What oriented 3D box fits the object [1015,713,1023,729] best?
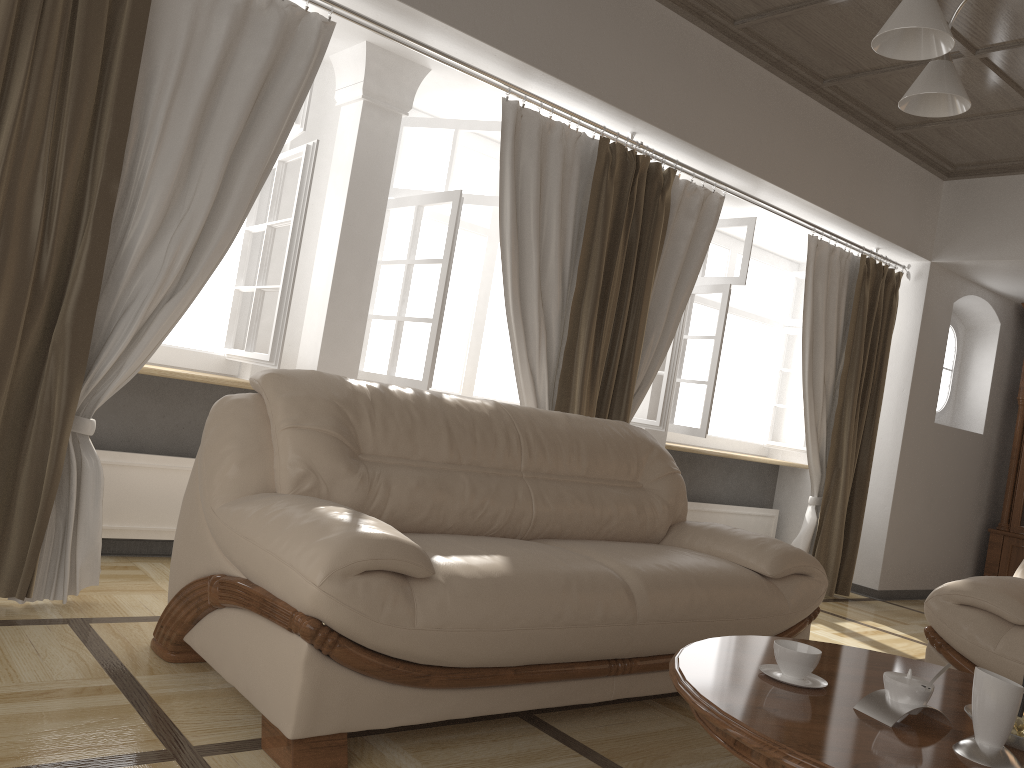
[{"bbox_3d":[1.022,0.677,1.794,0.038,0.039,0.040,9,-1,36],"label":"object"}]

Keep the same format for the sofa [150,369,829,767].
[{"bbox_3d":[0.060,0.532,3.003,2.135,0.900,1.051,10,-1,-39],"label":"sofa"}]

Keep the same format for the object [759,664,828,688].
[{"bbox_3d":[0.636,0.665,2.009,0.150,0.010,0.150,9,-1,36],"label":"object"}]

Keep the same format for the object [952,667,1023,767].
[{"bbox_3d":[0.919,0.605,1.685,0.119,0.210,0.119,9,-1,28],"label":"object"}]

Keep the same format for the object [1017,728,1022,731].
[{"bbox_3d":[1.040,0.711,1.809,0.039,0.038,0.041,10,-1,3],"label":"object"}]

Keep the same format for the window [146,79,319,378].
[{"bbox_3d":[-1.553,-0.850,3.358,1.600,1.500,0.781,10,-1,-39],"label":"window"}]

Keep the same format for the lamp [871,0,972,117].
[{"bbox_3d":[1.271,-1.214,1.952,0.713,1.094,0.741,10,-1,-39],"label":"lamp"}]

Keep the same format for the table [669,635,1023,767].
[{"bbox_3d":[0.893,0.910,1.897,1.169,0.392,1.167,11,-1,-44],"label":"table"}]

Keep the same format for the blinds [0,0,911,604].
[{"bbox_3d":[0.339,-0.113,4.231,5.765,2.294,0.285,10,-1,-39],"label":"blinds"}]

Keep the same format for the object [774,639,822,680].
[{"bbox_3d":[0.643,0.631,2.014,0.105,0.071,0.114,9,-1,11],"label":"object"}]

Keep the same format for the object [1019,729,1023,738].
[{"bbox_3d":[1.030,0.708,1.768,0.039,0.040,0.038,9,-1,41],"label":"object"}]

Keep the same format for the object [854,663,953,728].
[{"bbox_3d":[0.828,0.632,1.850,0.178,0.133,0.104,10,-1,-24],"label":"object"}]

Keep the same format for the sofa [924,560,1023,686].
[{"bbox_3d":[2.282,0.907,3.037,1.052,0.900,1.318,10,-1,-39],"label":"sofa"}]

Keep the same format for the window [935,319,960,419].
[{"bbox_3d":[3.189,-0.130,6.679,0.600,0.784,0.050,10,-1,-39],"label":"window"}]

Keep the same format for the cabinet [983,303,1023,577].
[{"bbox_3d":[4.672,0.655,6.060,0.587,2.298,2.360,10,-1,-39],"label":"cabinet"}]

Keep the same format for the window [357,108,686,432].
[{"bbox_3d":[0.104,-0.546,4.748,1.759,1.500,0.784,10,-1,-40],"label":"window"}]

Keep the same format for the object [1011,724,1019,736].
[{"bbox_3d":[0.992,0.696,1.775,0.037,0.040,0.041,10,-1,-26],"label":"object"}]

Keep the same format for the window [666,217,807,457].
[{"bbox_3d":[1.628,-0.267,5.995,1.653,1.500,0.782,10,-1,-39],"label":"window"}]

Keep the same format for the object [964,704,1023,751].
[{"bbox_3d":[1.047,0.716,1.811,0.227,0.039,0.227,10,-1,-14],"label":"object"}]
